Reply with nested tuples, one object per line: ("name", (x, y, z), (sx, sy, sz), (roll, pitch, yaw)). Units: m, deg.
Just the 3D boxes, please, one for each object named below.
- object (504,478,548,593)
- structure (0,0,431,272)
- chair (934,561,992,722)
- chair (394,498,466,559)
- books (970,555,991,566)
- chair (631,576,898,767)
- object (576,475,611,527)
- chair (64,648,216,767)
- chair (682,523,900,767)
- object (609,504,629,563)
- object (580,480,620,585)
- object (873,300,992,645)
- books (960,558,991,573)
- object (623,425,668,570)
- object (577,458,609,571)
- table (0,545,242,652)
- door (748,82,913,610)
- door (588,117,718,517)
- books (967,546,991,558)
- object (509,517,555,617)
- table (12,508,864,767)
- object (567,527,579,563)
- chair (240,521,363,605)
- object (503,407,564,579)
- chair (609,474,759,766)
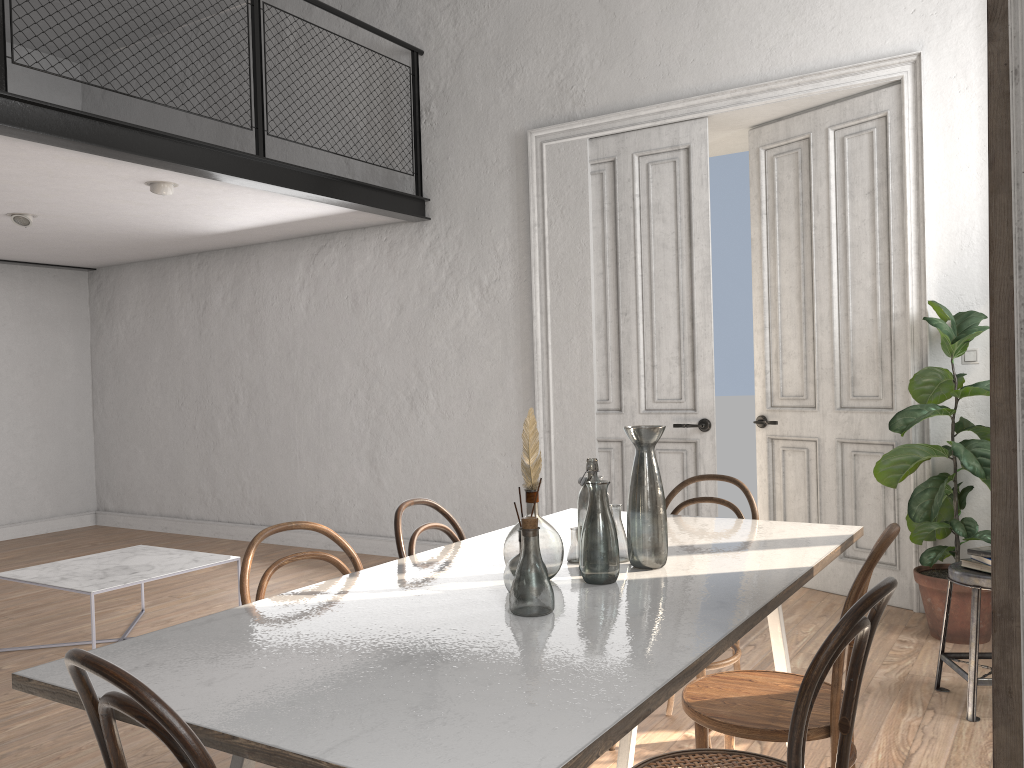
("object", (0.031, 0.369, 2.110), (0.107, 0.283, 0.106), (-1, 1, 27))
("structure", (-3.933, -1.669, 4.925), (4.158, 1.213, 5.926), (-1, 1, 32))
("chair", (1.856, 0.965, 3.389), (0.360, 0.523, 0.364), (-2, 1, 6))
("chair", (-0.078, 0.829, 2.799), (0.549, 0.921, 0.438), (-1, 1, 28))
("books", (1.862, 0.664, 3.340), (0.163, 0.029, 0.232), (-2, 0, 3))
("chair", (0.475, 0.821, 1.765), (0.549, 0.921, 0.438), (-1, 1, 39))
("object", (0.255, 0.390, 2.687), (0.132, 0.219, 0.132), (-1, 1, 22))
("chair", (-0.434, 0.849, 1.506), (0.438, 0.921, 0.549), (-1, 1, 45))
("chair", (0.714, 0.810, 2.292), (0.549, 0.921, 0.438), (-1, 1, 30))
("object", (0.295, 0.421, 2.512), (0.083, 0.158, 0.083), (-1, 1, 28))
("object", (0.221, 0.376, 2.258), (0.100, 0.255, 0.098), (-2, 1, 9))
("object", (0.569, 0.352, 2.225), (0.792, 1.842, 5.826), (-1, 1, 37))
("books", (1.867, 0.690, 3.352), (0.194, 0.034, 0.246), (-2, 0, -18))
("object", (0.366, 0.306, 2.415), (0.116, 0.383, 0.116), (-1, 1, 43))
("object", (0.220, 0.351, 2.392), (0.086, 0.301, 0.086), (-1, 1, 18))
("table", (-2.025, 1.134, 4.591), (0.849, 0.392, 0.849), (-1, 1, 32))
("door", (1.824, -0.194, 5.120), (0.216, 2.814, 1.097), (-2, 1, -33))
("door", (0.752, -0.166, 5.599), (1.097, 2.814, 0.216), (-1, 1, 34))
("books", (1.861, 0.642, 3.338), (0.147, 0.027, 0.221), (-2, 0, -26))
("object", (0.042, 0.405, 1.985), (0.101, 0.212, 0.101), (-2, 1, -18))
("table", (0.124, 0.896, 2.305), (1.100, 0.780, 2.200), (-1, 1, 32))
("object", (0.184, 0.456, 2.511), (0.058, 0.094, 0.058), (-2, 1, -30))
("chair", (-0.420, 0.843, 2.323), (0.549, 0.921, 0.438), (-1, 1, 43))
("object", (0.052, 0.285, 2.293), (0.156, 0.446, 0.157), (-2, 1, -40))
("chair", (0.622, 0.806, 3.142), (0.438, 0.921, 0.549), (-1, 1, 40))
